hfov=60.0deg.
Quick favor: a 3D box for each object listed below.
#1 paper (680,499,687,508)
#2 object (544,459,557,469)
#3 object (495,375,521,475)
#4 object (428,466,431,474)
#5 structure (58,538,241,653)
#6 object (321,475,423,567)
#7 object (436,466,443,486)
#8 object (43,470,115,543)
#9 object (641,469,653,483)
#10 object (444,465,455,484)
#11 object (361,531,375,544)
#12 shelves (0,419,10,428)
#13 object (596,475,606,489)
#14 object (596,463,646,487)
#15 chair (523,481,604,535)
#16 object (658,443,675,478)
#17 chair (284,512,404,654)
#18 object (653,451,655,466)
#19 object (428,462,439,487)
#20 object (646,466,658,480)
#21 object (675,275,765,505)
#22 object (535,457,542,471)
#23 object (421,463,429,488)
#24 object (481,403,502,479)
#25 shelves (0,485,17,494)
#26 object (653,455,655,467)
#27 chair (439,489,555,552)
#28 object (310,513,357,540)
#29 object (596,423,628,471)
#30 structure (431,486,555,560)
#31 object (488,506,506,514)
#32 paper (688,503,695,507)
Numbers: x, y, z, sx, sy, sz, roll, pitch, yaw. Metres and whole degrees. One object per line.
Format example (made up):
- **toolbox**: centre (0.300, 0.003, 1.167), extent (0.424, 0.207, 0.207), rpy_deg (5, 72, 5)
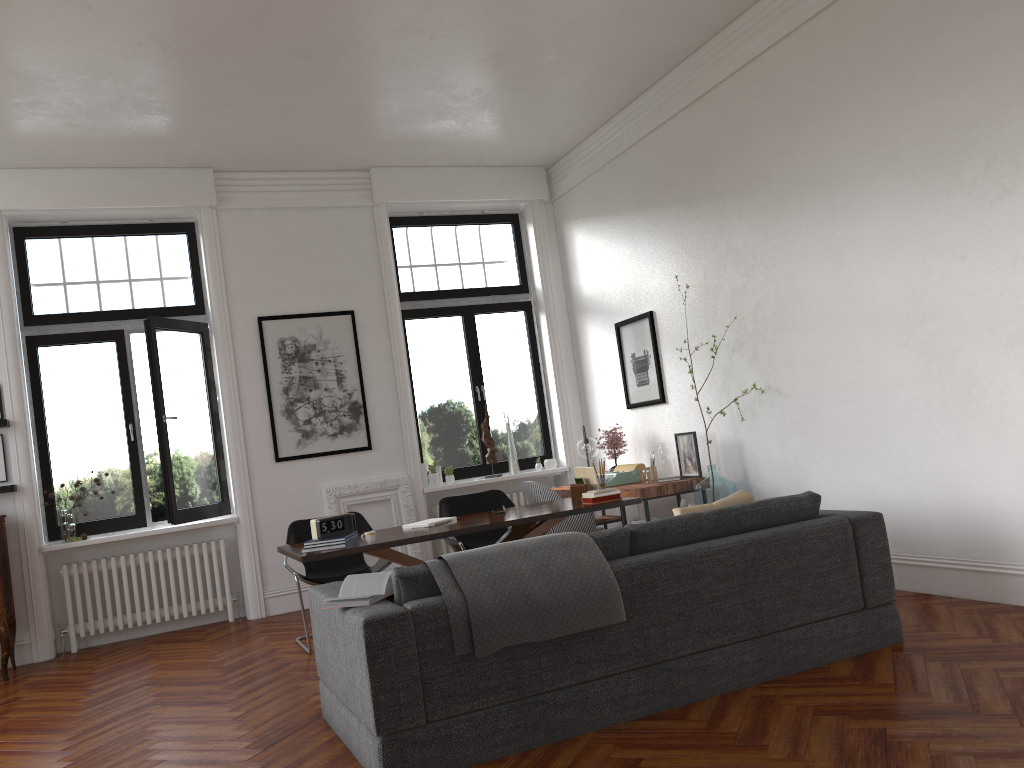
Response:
- **paper**: centre (1.261, 1.204, 6.758), extent (0.293, 0.625, 0.048), rpy_deg (-6, -3, -30)
- **object**: centre (0.398, 0.827, 9.179), extent (0.133, 0.097, 0.134), rpy_deg (-10, -4, 37)
- **object**: centre (0.010, 0.387, 8.952), extent (0.295, 1.053, 0.290), rpy_deg (-7, -3, -20)
- **object**: centre (-0.779, 0.894, 8.640), extent (0.051, 0.213, 0.051), rpy_deg (-8, -3, 12)
- **structure**: centre (-3.125, 1.834, 7.668), extent (1.452, 0.777, 0.226), rpy_deg (-6, -3, -23)
- **object**: centre (-1.254, 1.412, 8.128), extent (0.829, 1.061, 0.234), rpy_deg (-7, -3, -23)
- **object**: centre (-0.708, 0.897, 8.644), extent (0.051, 0.188, 0.051), rpy_deg (-8, -3, 12)
- **object**: centre (-3.611, 1.013, 7.470), extent (0.318, 0.599, 0.541), rpy_deg (-10, -4, 38)
- **object**: centre (1.121, 0.767, 7.376), extent (0.093, 0.101, 0.093), rpy_deg (-6, -4, -31)
- **object**: centre (-0.613, 0.892, 8.737), extent (0.097, 0.185, 0.099), rpy_deg (-8, -3, 0)
- **object**: centre (-0.846, 0.910, 5.248), extent (0.082, 0.065, 0.064), rpy_deg (-8, -3, -2)
- **shelves**: centre (-4.724, 0.388, 6.802), extent (1.513, 0.055, 0.158), rpy_deg (-6, -4, -23)
- **object**: centre (0.610, 0.670, 6.034), extent (0.058, 0.091, 0.058), rpy_deg (-6, -4, -36)
- **object**: centre (0.844, 0.798, 7.716), extent (0.484, 0.148, 0.536), rpy_deg (-6, -4, -24)
- **chair**: centre (0.424, 1.226, 7.440), extent (0.547, 0.899, 0.718), rpy_deg (-6, -3, -30)
- **object**: centre (1.280, 0.643, 7.360), extent (0.112, 0.302, 0.111), rpy_deg (-8, -3, 13)
- **chair**: centre (-1.219, 1.386, 6.340), extent (0.752, 0.872, 0.747), rpy_deg (-7, -3, -23)
- **object**: centre (1.214, 0.696, 7.576), extent (0.028, 0.239, 0.023), rpy_deg (-7, -3, -26)
- **object**: centre (-0.762, 0.871, 8.556), extent (0.098, 0.244, 0.102), rpy_deg (-10, -4, 45)
- **object**: centre (1.195, 0.764, 7.564), extent (0.058, 0.113, 0.075), rpy_deg (-7, -3, -23)
- **object**: centre (1.576, 0.125, 6.627), extent (0.353, 2.056, 0.809), rpy_deg (-6, -3, -42)
- **object**: centre (0.270, 0.816, 9.035), extent (0.072, 0.134, 0.072), rpy_deg (-8, -3, 2)
- **object**: centre (-0.849, 0.891, 8.633), extent (0.051, 0.238, 0.051), rpy_deg (-8, -3, 12)
- **object**: centre (-0.233, 0.566, 8.860), extent (0.165, 0.753, 0.143), rpy_deg (-9, -3, 19)
- **shelves**: centre (-4.653, 0.906, 6.781), extent (1.513, 0.055, 0.156), rpy_deg (-6, -4, -23)
- **object**: centre (1.211, 0.712, 7.563), extent (0.008, 0.207, 0.054), rpy_deg (-6, -3, -40)
- **chair**: centre (-0.144, 1.269, 6.799), extent (0.752, 0.872, 0.747), rpy_deg (-7, -3, -23)
- **object**: centre (-1.070, 0.857, 5.335), extent (0.082, 0.125, 0.275), rpy_deg (-10, -4, 40)
- **object**: centre (0.932, 0.625, 8.137), extent (0.290, 0.528, 0.308), rpy_deg (-9, -3, 22)
- **structure**: centre (-0.133, 1.508, 8.945), extent (1.452, 0.777, 0.226), rpy_deg (-6, -3, -23)
- **object**: centre (-0.083, 0.877, 6.192), extent (0.133, 0.047, 0.114), rpy_deg (-10, -4, 30)
- **paper**: centre (1.257, 1.190, 6.555), extent (0.047, 0.609, 0.331), rpy_deg (-5, -4, -43)
